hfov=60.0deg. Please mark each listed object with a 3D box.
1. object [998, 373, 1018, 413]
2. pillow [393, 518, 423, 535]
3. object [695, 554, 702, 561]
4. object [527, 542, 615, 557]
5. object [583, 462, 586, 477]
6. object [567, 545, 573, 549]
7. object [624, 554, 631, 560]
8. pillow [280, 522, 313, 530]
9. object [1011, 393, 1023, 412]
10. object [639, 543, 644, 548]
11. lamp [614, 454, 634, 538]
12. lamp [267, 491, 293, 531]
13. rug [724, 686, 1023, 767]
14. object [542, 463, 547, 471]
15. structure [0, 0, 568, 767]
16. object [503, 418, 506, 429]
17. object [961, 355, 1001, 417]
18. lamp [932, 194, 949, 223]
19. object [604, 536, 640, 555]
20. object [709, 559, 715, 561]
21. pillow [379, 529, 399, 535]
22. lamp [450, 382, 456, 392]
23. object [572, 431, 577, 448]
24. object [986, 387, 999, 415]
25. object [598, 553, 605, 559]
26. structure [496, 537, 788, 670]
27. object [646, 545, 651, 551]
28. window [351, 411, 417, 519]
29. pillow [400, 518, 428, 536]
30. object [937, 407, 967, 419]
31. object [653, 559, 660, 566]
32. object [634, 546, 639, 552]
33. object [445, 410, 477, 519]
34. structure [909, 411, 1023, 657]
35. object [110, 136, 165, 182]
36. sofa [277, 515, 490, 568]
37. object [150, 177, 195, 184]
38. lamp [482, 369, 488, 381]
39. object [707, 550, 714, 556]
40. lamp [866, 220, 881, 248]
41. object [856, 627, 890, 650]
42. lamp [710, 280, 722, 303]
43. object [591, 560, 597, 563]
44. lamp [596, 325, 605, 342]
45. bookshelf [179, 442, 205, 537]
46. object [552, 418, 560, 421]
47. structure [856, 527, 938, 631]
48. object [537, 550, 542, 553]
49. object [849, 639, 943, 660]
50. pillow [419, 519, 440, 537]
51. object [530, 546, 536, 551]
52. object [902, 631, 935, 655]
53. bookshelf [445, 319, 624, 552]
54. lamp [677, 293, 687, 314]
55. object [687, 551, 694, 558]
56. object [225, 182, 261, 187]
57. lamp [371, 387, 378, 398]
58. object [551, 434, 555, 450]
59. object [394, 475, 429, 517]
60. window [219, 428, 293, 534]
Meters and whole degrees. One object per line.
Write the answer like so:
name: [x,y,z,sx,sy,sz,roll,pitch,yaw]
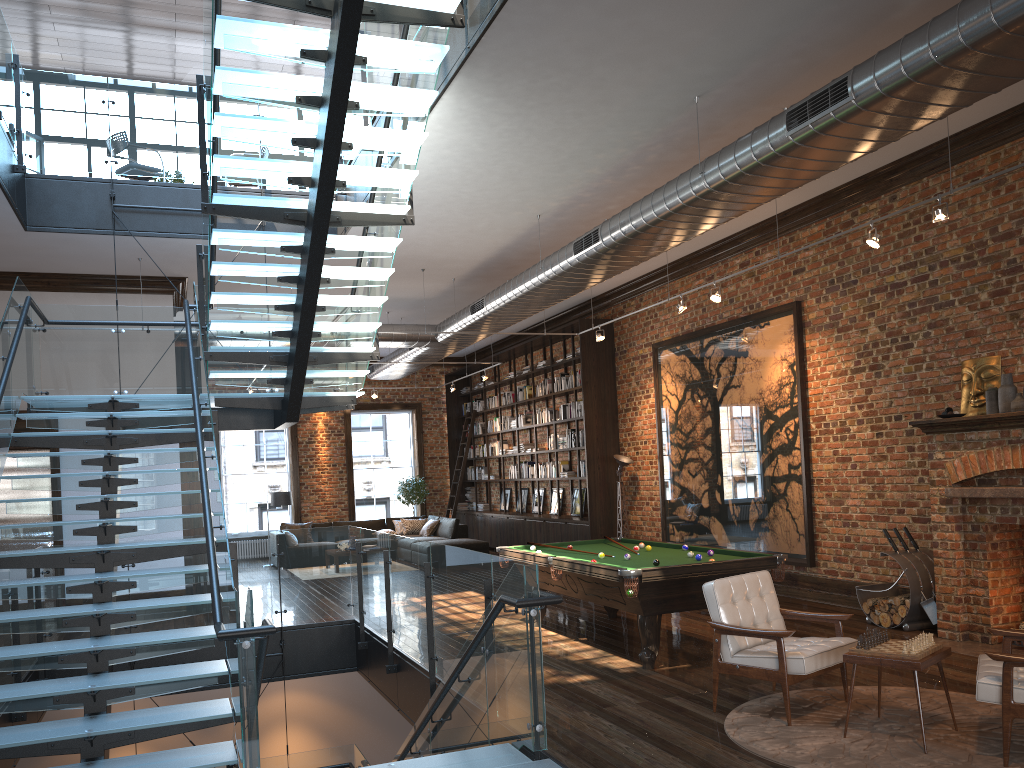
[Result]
object: [4.132,0.086,7.387,0.145,0.349,0.145,-3,-2,15]
pillow: [-2.131,2.990,18.496,0.702,0.337,0.271,-1,-3,-20]
object: [1.599,1.485,7.592,0.057,0.057,0.057,-2,-3,-16]
object: [0.561,1.659,8.912,0.028,0.072,1.613,-2,-5,-29]
object: [1.292,1.440,15.008,0.177,0.252,0.012,-2,-1,-21]
object: [0.598,1.690,9.154,0.057,0.057,0.057,-4,-4,27]
object: [1.032,1.547,7.933,0.057,0.057,0.057,-5,-4,39]
pillow: [-4.301,2.971,17.700,0.700,0.439,0.306,-1,-3,-21]
object: [4.095,0.155,7.153,0.136,0.169,0.136,-4,-3,21]
object: [1.316,1.640,9.003,0.057,0.057,0.057,-4,-4,24]
lamp: [1.724,1.981,13.518,0.424,1.823,0.507,-2,-1,-16]
lamp: [-4.639,2.863,17.470,0.687,1.463,0.420,-3,-1,9]
rug: [2.264,2.031,5.239,1.968,0.015,1.980,-1,-6,-19]
object: [0.652,1.628,16.722,0.166,0.282,0.015,-2,-1,-21]
structure: [-2.179,0.622,6.545,3.572,14.462,7.071,-2,-2,-21]
object: [-0.154,0.831,18.320,0.075,0.254,0.088,-2,-2,-31]
object: [4.098,0.037,7.803,0.124,0.534,0.410,-2,-3,-21]
lamp: [3.235,-1.325,6.703,0.117,0.212,0.117,-4,-2,20]
object: [1.116,1.653,9.126,0.028,0.072,1.613,-3,-6,-6]
object: [1.619,1.443,7.177,0.057,0.057,0.057,-3,-3,-3]
pillow: [-2.589,3.068,18.092,0.409,0.203,0.613,-1,-6,-23]
lamp: [-1.214,0.053,18.260,0.113,0.229,0.114,-3,-2,18]
object: [1.066,0.946,15.165,0.069,0.288,0.118,-2,-2,-28]
object: [4.088,0.152,7.525,0.118,0.249,0.118,-4,-2,27]
object: [0.825,1.581,8.170,0.057,0.057,0.057,-4,-3,16]
structure: [1.074,1.988,8.379,1.551,0.849,2.971,-1,-6,-21]
object: [1.334,1.605,8.664,0.057,0.057,0.057,-2,-3,-21]
window: [-3.012,1.996,20.666,1.518,2.747,0.155,-2,-1,-21]
pillow: [-1.999,2.943,18.355,0.611,0.360,0.289,-1,-3,-17]
object: [3.781,0.250,7.628,0.237,0.105,0.238,-2,-5,-11]
object: [1.194,1.480,7.336,0.057,0.057,0.057,-2,-3,-16]
object: [1.218,1.613,8.681,0.057,0.057,0.057,-5,-4,34]
object: [-1.209,2.132,19.794,0.896,3.070,0.497,-2,-1,-21]
structure: [4.085,1.170,6.930,0.886,1.902,2.008,-2,-3,-21]
object: [-4.477,-2.495,10.507,0.521,0.767,0.540,-5,-3,39]
sofa: [-2.641,3.042,16.952,3.497,0.802,3.467,-1,-6,-21]
object: [-5.474,-2.595,14.499,0.813,1.860,0.801,-3,-2,22]
lamp: [-0.495,-0.169,16.388,0.114,0.229,0.113,-5,-2,45]
object: [1.774,1.510,7.922,0.057,0.057,0.057,-3,-3,1]
lamp: [2.989,-1.240,7.346,0.114,0.229,0.114,-4,-2,43]
object: [2.119,1.479,5.208,0.076,0.100,0.334,-5,-6,44]
lamp: [2.175,-0.989,9.471,0.113,0.229,0.114,-3,-2,8]
object: [0.697,1.527,7.569,0.057,0.057,0.057,-4,-4,26]
lamp: [1.193,-0.687,12.017,0.113,0.229,0.114,-3,-2,-7]
bookshelf: [-4.521,1.352,12.645,0.400,3.508,1.789,-2,-2,-21]
object: [0.829,0.615,16.055,0.096,0.136,0.236,-1,-5,-37]
structure: [3.725,1.811,8.305,0.537,0.917,0.931,-2,-3,-21]
object: [0.266,1.662,8.707,0.057,0.057,0.057,-1,-4,-23]
object: [2.215,1.527,5.117,0.390,0.028,0.388,-8,-8,44]
pillow: [-1.672,2.924,17.979,0.313,0.354,0.632,-2,-5,-22]
object: [0.222,1.723,9.300,0.057,0.057,0.057,-2,-3,-20]
object: [2.305,1.452,5.029,0.076,0.100,0.334,-5,-6,44]
bookshelf: [0.116,1.367,17.529,0.599,3.988,7.445,-2,-4,-21]
lamp: [1.936,-0.915,10.091,0.114,0.229,0.114,-1,-2,-42]
object: [1.586,1.513,7.867,0.057,0.057,0.057,-4,-3,18]
object: [-3.257,-2.508,10.972,0.540,0.767,0.521,-2,-2,-11]
lamp: [-2.909,0.184,18.745,0.114,0.229,0.113,-4,-2,38]
object: [0.745,1.044,15.989,0.069,0.288,0.118,-2,-2,-28]
object: [-2.263,2.993,20.214,0.811,1.860,0.803,-2,-2,-13]
window: [-5.680,2.024,19.638,1.518,2.747,0.155,-2,-1,-21]
